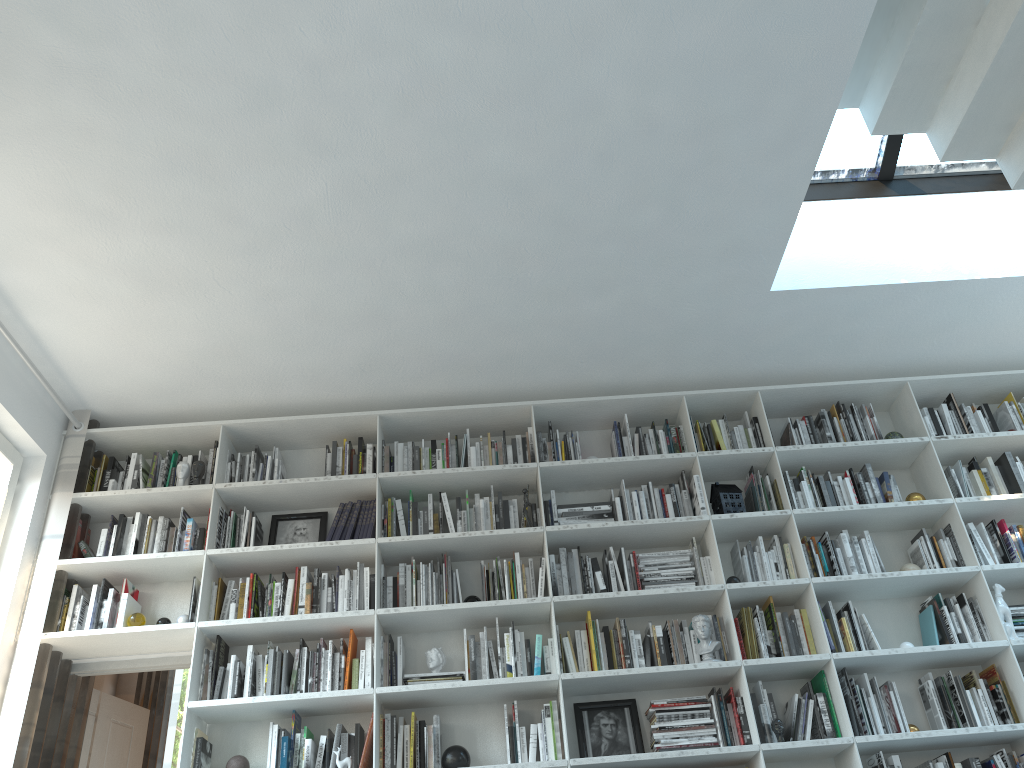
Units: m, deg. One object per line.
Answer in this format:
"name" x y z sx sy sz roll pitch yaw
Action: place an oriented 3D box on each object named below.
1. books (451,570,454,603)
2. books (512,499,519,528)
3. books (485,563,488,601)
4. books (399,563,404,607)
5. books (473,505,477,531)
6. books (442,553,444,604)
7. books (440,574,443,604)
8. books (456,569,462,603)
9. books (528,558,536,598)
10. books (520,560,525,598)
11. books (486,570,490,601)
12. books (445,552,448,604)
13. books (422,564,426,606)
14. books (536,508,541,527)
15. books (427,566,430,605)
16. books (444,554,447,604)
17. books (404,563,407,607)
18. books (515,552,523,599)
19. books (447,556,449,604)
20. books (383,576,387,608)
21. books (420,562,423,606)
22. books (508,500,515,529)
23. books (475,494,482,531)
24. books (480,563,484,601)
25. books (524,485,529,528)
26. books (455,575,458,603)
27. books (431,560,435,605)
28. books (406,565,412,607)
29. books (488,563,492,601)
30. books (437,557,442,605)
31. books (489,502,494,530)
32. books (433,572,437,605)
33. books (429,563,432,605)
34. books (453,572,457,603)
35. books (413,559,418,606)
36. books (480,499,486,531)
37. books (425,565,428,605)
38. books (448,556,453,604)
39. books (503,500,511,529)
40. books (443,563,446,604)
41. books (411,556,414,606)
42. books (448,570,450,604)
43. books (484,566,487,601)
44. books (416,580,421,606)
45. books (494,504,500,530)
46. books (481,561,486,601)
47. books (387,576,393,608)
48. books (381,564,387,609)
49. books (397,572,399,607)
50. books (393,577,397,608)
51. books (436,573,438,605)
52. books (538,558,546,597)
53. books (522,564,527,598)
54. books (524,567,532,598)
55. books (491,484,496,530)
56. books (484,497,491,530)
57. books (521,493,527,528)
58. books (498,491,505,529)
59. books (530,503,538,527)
"books" -0.294 1.077 4.478 0.009 0.235 0.135 -4 -34 -2
"books" 0.022 0.749 4.687 0.024 0.235 0.154 -4 -34 -2
"books" -0.126 1.047 4.461 0.005 0.239 0.174 -4 -34 -2
"books" -0.546 1.062 4.461 0.026 0.278 0.151 -4 -34 -2
"books" -0.190 0.766 4.658 0.010 0.207 0.174 -4 -34 -2
"books" -0.344 1.037 4.487 0.004 0.319 0.154 -4 -34 -2
"books" -0.348 1.087 4.468 0.012 0.216 0.134 -4 -34 -2
"books" -0.260 1.068 4.464 0.031 0.231 0.148 -4 -34 -2
"books" 0.104 1.030 4.479 0.022 0.255 0.156 -4 -34 -2
"books" 0.053 1.036 4.482 0.010 0.256 0.141 -4 -34 -2
"books" -0.117 1.067 4.469 0.013 0.215 0.150 -4 -34 -2
"books" -0.325 1.033 4.493 0.005 0.329 0.162 -4 -34 -2
"books" -0.434 1.057 4.444 0.012 0.250 0.185 -4 -34 -2
"books" 0.144 0.766 4.690 0.019 0.193 0.098 -4 -34 -2
"books" -0.413 1.068 4.465 0.011 0.254 0.153 -4 -34 -2
"books" -0.329 1.041 4.491 0.005 0.314 0.158 -4 -34 -2
"books" -0.527 1.060 4.458 0.012 0.274 0.158 -4 -34 -2
"books" 0.035 1.022 4.483 0.022 0.283 0.191 -4 -34 -2
"books" -0.319 1.043 4.485 0.005 0.304 0.163 -4 -34 -2
"books" -0.628 1.095 4.435 0.015 0.206 0.187 -4 -34 -2
"books" -0.445 1.052 4.445 0.009 0.261 0.190 -4 -34 -2
"books" -0.001 0.748 4.670 0.022 0.221 0.162 -4 -34 -2
"books" -0.175 0.740 4.691 0.026 0.285 0.138 -4 -34 -2
"books" -0.148 1.054 4.481 0.005 0.252 0.162 -4 -34 -2
"books" 0.074 0.708 4.691 0.058 0.301 0.176 -4 -34 -2
"books" -0.275 1.082 4.464 0.004 0.208 0.132 -4 -34 -2
"books" -0.394 1.051 4.464 0.011 0.277 0.170 -4 -34 -2
"books" -0.509 1.066 4.456 0.024 0.261 0.178 -4 -34 -2
"books" -0.108 1.043 4.453 0.005 0.235 0.179 -4 -34 -2
"books" -0.362 1.043 4.467 0.011 0.290 0.177 -4 -34 -2
"books" -0.105 0.753 4.671 0.013 0.229 0.142 -4 -34 -2
"books" -0.381 1.075 4.439 0.011 0.208 0.182 -4 -34 -2
"books" -0.403 1.056 4.454 0.009 0.259 0.181 -4 -34 -2
"books" -0.283 1.080 4.467 0.012 0.216 0.152 -4 -34 -2
"books" -0.483 1.050 4.455 0.010 0.282 0.185 -4 -34 -2
"books" -0.150 0.750 4.656 0.021 0.225 0.192 -4 -34 -2
"books" -0.424 1.066 4.467 0.010 0.260 0.170 -4 -34 -2
"books" -0.306 1.038 4.463 0.011 0.285 0.190 -4 -34 -2
"books" -0.026 0.750 4.664 0.030 0.216 0.183 -4 -34 -2
"books" -0.335 1.057 4.465 0.010 0.260 0.159 -4 -34 -2
"books" -0.494 1.049 4.482 0.011 0.315 0.155 -4 -34 -2
"books" -0.313 1.049 4.477 0.004 0.282 0.167 -4 -34 -2
"books" -0.131 1.062 4.481 0.005 0.237 0.146 -4 -34 -2
"books" -0.460 1.099 4.444 0.029 0.185 0.150 -4 -34 -2
"books" -0.075 0.764 4.676 0.024 0.212 0.151 -4 -34 -2
"books" -0.141 1.049 4.493 0.012 0.274 0.130 -4 -34 -2
"books" -0.607 1.101 4.461 0.029 0.223 0.137 -4 -34 -2
"books" -0.644 1.074 4.470 0.012 0.283 0.160 -4 -34 -2
"books" -0.563 1.084 4.455 0.012 0.238 0.135 -4 -34 -2
"books" -0.580 1.101 4.460 0.024 0.218 0.141 -4 -34 -2
"books" -0.370 1.081 4.465 0.011 0.225 0.130 -4 -34 -2
"books" 0.147 1.024 4.457 0.064 0.235 0.210 -4 -34 -2
"books" 0.064 1.049 4.478 0.011 0.228 0.166 -4 -34 -2
"books" 0.082 1.054 4.475 0.024 0.215 0.142 -4 -34 -2
"books" -0.096 0.713 4.686 0.011 0.312 0.184 -4 -34 -2
"books" -0.126 0.744 4.682 0.028 0.259 0.136 -4 -34 -2
"books" 0.060 0.725 4.680 0.055 0.262 0.168 -4 -34 -2
"books" -0.055 0.733 4.700 0.022 0.289 0.147 -4 -34 -2
"books" 0.120 0.756 4.689 0.028 0.210 0.135 -4 -34 -2
